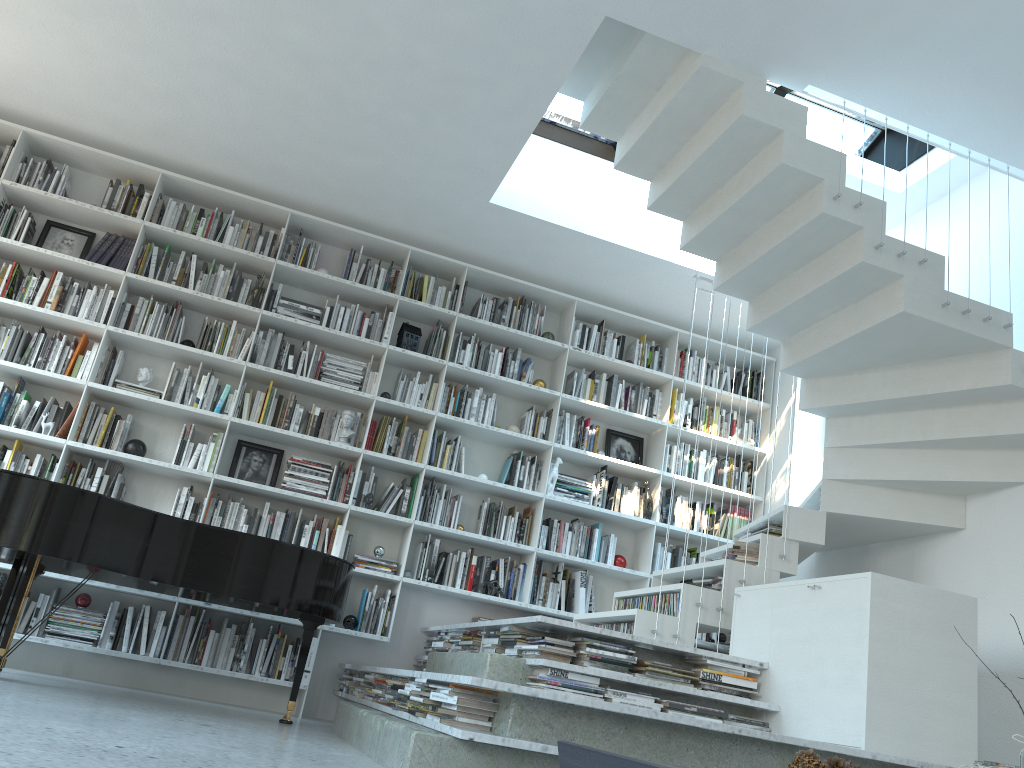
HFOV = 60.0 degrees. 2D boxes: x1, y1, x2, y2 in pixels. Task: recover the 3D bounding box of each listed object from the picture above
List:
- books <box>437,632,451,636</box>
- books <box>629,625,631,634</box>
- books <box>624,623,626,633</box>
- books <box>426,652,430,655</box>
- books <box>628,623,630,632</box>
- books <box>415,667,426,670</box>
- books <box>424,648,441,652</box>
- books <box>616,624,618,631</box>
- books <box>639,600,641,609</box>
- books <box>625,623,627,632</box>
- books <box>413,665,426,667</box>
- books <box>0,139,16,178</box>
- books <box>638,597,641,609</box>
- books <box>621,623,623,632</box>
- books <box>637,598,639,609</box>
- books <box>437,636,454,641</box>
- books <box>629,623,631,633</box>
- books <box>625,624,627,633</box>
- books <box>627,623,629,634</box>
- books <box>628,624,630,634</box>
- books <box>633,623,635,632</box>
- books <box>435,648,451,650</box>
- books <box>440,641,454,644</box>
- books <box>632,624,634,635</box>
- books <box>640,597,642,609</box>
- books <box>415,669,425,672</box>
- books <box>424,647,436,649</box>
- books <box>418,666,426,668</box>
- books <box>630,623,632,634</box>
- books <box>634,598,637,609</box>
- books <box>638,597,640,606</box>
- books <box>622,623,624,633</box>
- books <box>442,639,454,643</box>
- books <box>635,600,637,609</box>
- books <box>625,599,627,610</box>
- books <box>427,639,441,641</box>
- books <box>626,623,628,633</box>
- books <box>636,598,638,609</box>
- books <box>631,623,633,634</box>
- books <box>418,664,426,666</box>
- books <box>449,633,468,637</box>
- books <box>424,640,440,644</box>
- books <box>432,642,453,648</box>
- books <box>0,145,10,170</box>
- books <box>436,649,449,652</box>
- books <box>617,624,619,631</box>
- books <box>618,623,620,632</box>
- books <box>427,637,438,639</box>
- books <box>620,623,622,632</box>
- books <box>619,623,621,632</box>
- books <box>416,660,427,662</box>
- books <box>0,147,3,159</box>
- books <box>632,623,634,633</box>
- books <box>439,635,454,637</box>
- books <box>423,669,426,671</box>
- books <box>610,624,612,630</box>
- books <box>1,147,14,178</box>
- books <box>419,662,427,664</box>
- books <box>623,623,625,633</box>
[{"bbox_3d":[-0.345,1.538,5.412,0.171,0.020,0.194,17,-21,-19],"label":"books"},{"bbox_3d":[0.669,1.319,4.619,0.125,0.125,0.007,15,-20,-14],"label":"books"},{"bbox_3d":[0.647,1.337,4.681,0.125,0.125,0.011,15,-20,-14],"label":"books"},{"bbox_3d":[-0.448,1.727,5.642,0.163,0.017,0.233,15,-20,-12],"label":"books"},{"bbox_3d":[0.661,1.325,4.640,0.125,0.125,0.008,15,-20,-14],"label":"books"},{"bbox_3d":[-0.507,1.821,5.633,0.159,0.012,0.279,16,-20,-15],"label":"books"},{"bbox_3d":[-0.453,1.709,5.645,0.175,0.017,0.266,14,-20,-11],"label":"books"},{"bbox_3d":[0.616,1.365,4.774,0.125,0.125,0.008,15,-20,-14],"label":"books"},{"bbox_3d":[0.764,1.259,4.924,0.125,0.125,0.014,15,-20,-14],"label":"books"},{"bbox_3d":[0.650,1.335,4.672,0.125,0.125,0.008,15,-20,-14],"label":"books"},{"bbox_3d":[-0.517,1.804,5.634,0.184,0.006,0.263,15,-20,-13],"label":"books"},{"bbox_3d":[-3.209,-1.371,5.644,0.014,0.336,0.168,15,-20,-14],"label":"books"},{"bbox_3d":[0.760,1.263,4.935,0.125,0.125,0.010,15,-20,-14],"label":"books"},{"bbox_3d":[0.635,1.348,4.717,0.125,0.125,0.008,15,-20,-14],"label":"books"},{"bbox_3d":[0.754,1.268,4.952,0.125,0.125,0.009,15,-20,-14],"label":"books"},{"bbox_3d":[-0.341,1.564,5.406,0.163,0.018,0.290,16,-20,-15],"label":"books"},{"bbox_3d":[0.666,1.321,4.626,0.125,0.125,0.007,15,-20,-14],"label":"books"},{"bbox_3d":[0.653,1.333,4.665,0.125,0.125,0.008,15,-20,-14],"label":"books"},{"bbox_3d":[0.658,1.328,4.650,0.125,0.125,0.012,15,-20,-14],"label":"books"},{"bbox_3d":[0.664,1.323,4.632,0.125,0.125,0.007,15,-20,-14],"label":"books"},{"bbox_3d":[0.682,1.307,4.579,0.125,0.125,0.008,15,-20,-14],"label":"books"},{"bbox_3d":[-0.354,1.621,5.385,0.163,0.008,0.295,16,-20,-16],"label":"books"},{"bbox_3d":[-0.350,1.586,5.396,0.171,0.007,0.207,15,-20,-12],"label":"books"},{"bbox_3d":[0.680,1.309,4.586,0.125,0.125,0.010,15,-20,-14],"label":"books"},{"bbox_3d":[0.767,1.256,4.914,0.125,0.125,0.010,15,-20,-14],"label":"books"},{"bbox_3d":[-0.512,1.831,5.628,0.170,0.012,0.215,15,-20,-14],"label":"books"},{"bbox_3d":[-0.447,1.696,5.651,0.179,0.012,0.262,15,-20,-14],"label":"books"},{"bbox_3d":[-0.508,1.812,5.635,0.152,0.005,0.243,14,-20,-10],"label":"books"},{"bbox_3d":[0.671,1.316,4.611,0.125,0.125,0.008,15,-20,-14],"label":"books"},{"bbox_3d":[0.745,1.276,4.979,0.125,0.125,0.008,15,-20,-14],"label":"books"},{"bbox_3d":[0.757,1.265,4.943,0.125,0.125,0.007,15,-20,-14],"label":"books"},{"bbox_3d":[0.640,1.344,4.703,0.125,0.125,0.007,15,-20,-14],"label":"books"},{"bbox_3d":[-0.342,1.578,5.401,0.143,0.012,0.265,14,-20,-9],"label":"books"},{"bbox_3d":[0.748,1.273,4.970,0.125,0.125,0.012,15,-20,-14],"label":"books"},{"bbox_3d":[0.706,1.310,5.094,0.125,0.125,0.010,15,-20,-14],"label":"books"},{"bbox_3d":[-0.434,1.649,5.669,0.167,0.008,0.235,16,-20,-15],"label":"books"},{"bbox_3d":[0.655,1.330,4.658,0.125,0.125,0.010,15,-20,-14],"label":"books"},{"bbox_3d":[0.752,1.270,4.959,0.125,0.125,0.010,15,-20,-14],"label":"books"},{"bbox_3d":[0.674,1.314,4.604,0.125,0.125,0.008,15,-20,-14],"label":"books"},{"bbox_3d":[-0.508,1.799,5.639,0.160,0.009,0.211,14,-20,-10],"label":"books"},{"bbox_3d":[-0.251,1.463,5.131,0.165,0.015,0.243,17,-21,-19],"label":"books"},{"bbox_3d":[-0.446,1.657,5.663,0.171,0.015,0.253,17,-21,-19],"label":"books"},{"bbox_3d":[-0.363,1.600,5.388,0.189,0.029,0.238,17,-21,-17],"label":"books"},{"bbox_3d":[-3.231,-1.350,5.636,0.022,0.285,0.175,15,-20,-14],"label":"books"},{"bbox_3d":[-0.352,1.630,5.383,0.152,0.009,0.260,17,-21,-17],"label":"books"},{"bbox_3d":[0.620,1.361,4.760,0.125,0.125,0.007,15,-20,-14],"label":"books"},{"bbox_3d":[0.623,1.359,4.753,0.125,0.125,0.008,15,-20,-14],"label":"books"},{"bbox_3d":[-0.433,1.640,5.672,0.159,0.011,0.246,17,-21,-17],"label":"books"},{"bbox_3d":[0.633,1.350,4.724,0.125,0.125,0.008,15,-20,-14],"label":"books"},{"bbox_3d":[0.628,1.355,4.738,0.125,0.125,0.010,15,-20,-14],"label":"books"},{"bbox_3d":[-0.508,1.776,5.645,0.174,0.009,0.240,15,-20,-12],"label":"books"},{"bbox_3d":[-3.298,-1.368,5.627,0.013,0.291,0.155,15,-20,-14],"label":"books"},{"bbox_3d":[0.677,1.312,4.596,0.125,0.125,0.010,15,-20,-14],"label":"books"},{"bbox_3d":[-0.337,1.553,5.410,0.159,0.007,0.286,16,-20,-15],"label":"books"},{"bbox_3d":[-0.423,1.741,5.342,0.180,0.016,0.183,17,-21,-17],"label":"books"},{"bbox_3d":[0.591,1.386,4.845,0.125,0.125,0.009,15,-20,-14],"label":"books"},{"bbox_3d":[-3.165,-1.328,5.613,0.024,0.251,0.235,15,-20,-14],"label":"books"},{"bbox_3d":[-0.504,1.788,5.643,0.152,0.015,0.208,14,-20,-9],"label":"books"},{"bbox_3d":[0.645,1.339,4.687,0.125,0.125,0.011,15,-20,-14],"label":"books"}]
